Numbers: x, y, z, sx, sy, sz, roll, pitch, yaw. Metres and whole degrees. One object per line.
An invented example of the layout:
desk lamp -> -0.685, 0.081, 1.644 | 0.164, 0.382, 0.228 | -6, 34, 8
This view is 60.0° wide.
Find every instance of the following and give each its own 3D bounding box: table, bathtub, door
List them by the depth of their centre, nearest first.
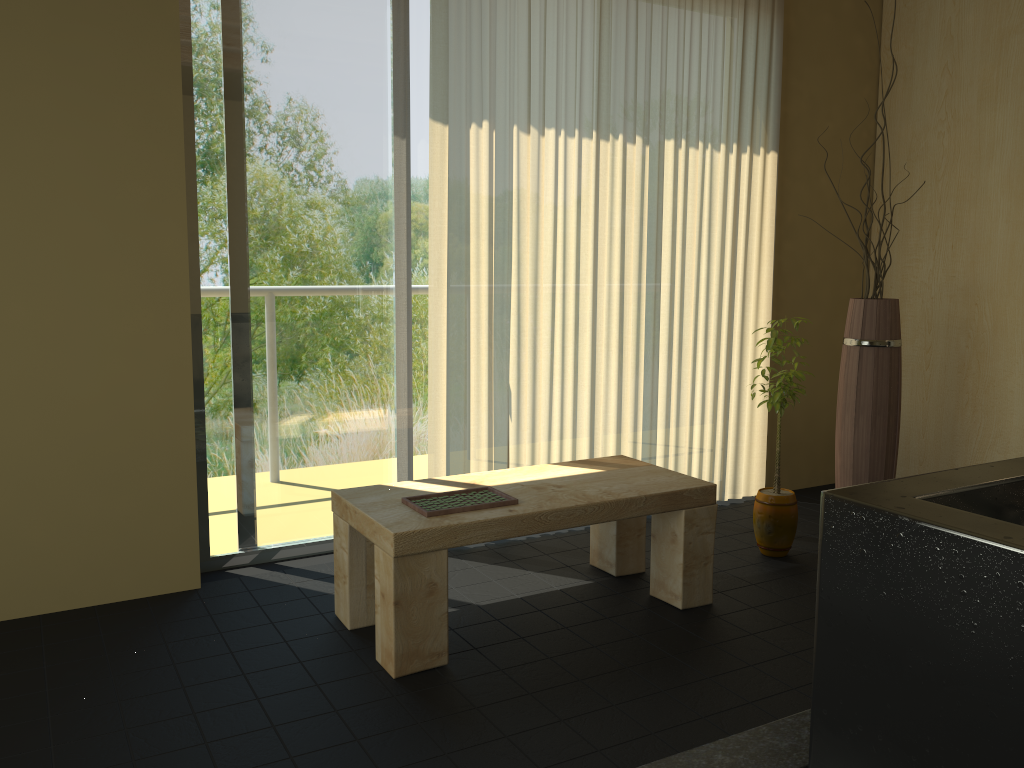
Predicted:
bathtub -> 1.669, 0.285, 1.447 | 2.133, 1.160, 1.069 | -4, 8, -29
table -> 0.051, 0.525, 2.832 | 1.125, 0.399, 0.514 | -4, 8, -29
door -> -0.700, -0.494, 3.300 | 1.038, 2.329, 0.063 | -4, 8, -30

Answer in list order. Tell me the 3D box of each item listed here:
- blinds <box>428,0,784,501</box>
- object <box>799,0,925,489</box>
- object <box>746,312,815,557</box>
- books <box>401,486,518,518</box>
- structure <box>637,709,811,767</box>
blinds -> 0.498, -0.703, 3.702 | 1.945, 2.575, 0.064 | -4, 8, -30
object -> 1.390, -0.457, 3.581 | 0.468, 2.176, 0.463 | 3, 7, 21
object -> 1.013, 0.190, 3.382 | 0.242, 0.928, 0.267 | 1, 7, 9
books -> -0.154, 0.344, 2.611 | 0.294, 0.014, 0.182 | -4, 9, -29
structure -> 2.063, 1.001, 1.719 | 3.801, 0.635, 1.975 | -4, 9, -29
